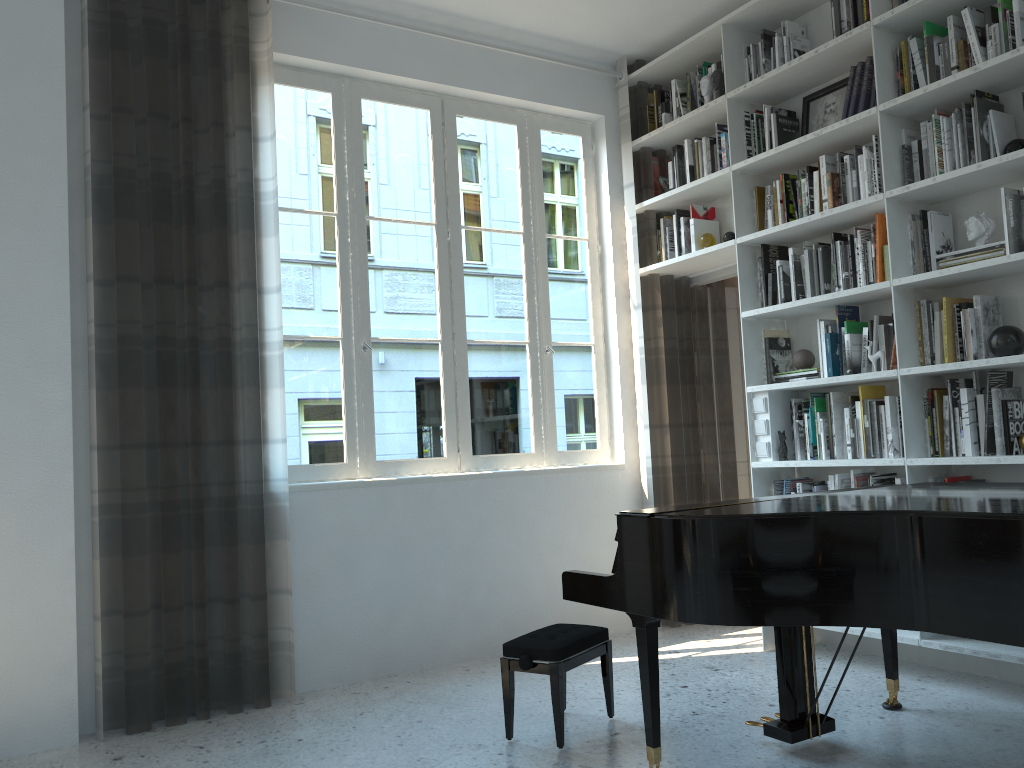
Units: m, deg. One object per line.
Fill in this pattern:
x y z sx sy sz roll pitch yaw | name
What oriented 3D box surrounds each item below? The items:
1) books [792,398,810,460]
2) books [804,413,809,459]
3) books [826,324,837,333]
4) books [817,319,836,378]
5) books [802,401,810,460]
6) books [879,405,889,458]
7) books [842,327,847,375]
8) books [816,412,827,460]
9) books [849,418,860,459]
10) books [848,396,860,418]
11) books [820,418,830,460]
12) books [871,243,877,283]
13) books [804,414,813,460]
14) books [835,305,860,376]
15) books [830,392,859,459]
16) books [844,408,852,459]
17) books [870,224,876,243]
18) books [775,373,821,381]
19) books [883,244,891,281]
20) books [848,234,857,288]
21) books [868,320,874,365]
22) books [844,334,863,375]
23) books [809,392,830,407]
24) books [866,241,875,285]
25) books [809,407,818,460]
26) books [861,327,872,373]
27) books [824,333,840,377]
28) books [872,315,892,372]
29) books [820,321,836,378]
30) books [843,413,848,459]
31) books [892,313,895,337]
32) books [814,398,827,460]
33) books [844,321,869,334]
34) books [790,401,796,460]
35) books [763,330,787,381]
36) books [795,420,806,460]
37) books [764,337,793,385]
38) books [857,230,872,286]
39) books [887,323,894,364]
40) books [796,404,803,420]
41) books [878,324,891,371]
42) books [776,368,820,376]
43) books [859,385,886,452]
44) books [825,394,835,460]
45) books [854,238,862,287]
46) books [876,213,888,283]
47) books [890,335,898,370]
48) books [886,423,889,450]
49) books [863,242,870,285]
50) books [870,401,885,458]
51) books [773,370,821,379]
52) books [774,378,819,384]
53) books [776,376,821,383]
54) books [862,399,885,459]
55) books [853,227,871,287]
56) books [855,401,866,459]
1.425 0.216 4.284 0.171 0.294 0.014 -1 -4 -31 | books
1.463 0.248 4.222 0.176 0.218 0.015 -1 -4 -31 | books
1.526 -0.149 4.118 0.143 0.255 0.031 -1 -4 -31 | books
1.496 -0.160 4.154 0.159 0.285 0.012 -1 -4 -31 | books
1.450 0.218 4.230 0.164 0.279 0.008 -1 -4 -31 | books
1.673 0.206 3.886 0.153 0.229 0.025 -1 -4 -31 | books
1.573 -0.144 4.063 0.148 0.231 0.031 -1 -4 -31 | books
1.498 0.239 4.138 0.190 0.219 0.015 -1 -4 -31 | books
1.592 0.242 3.983 0.190 0.181 0.029 -1 -4 -31 | books
1.586 0.194 4.009 0.150 0.281 0.014 -1 -4 -31 | books
1.504 0.253 4.121 0.183 0.188 0.016 -1 -4 -31 | books
1.646 -0.514 3.905 0.161 0.203 0.013 -1 -4 -31 | books
1.460 0.247 4.203 0.180 0.216 0.015 -1 -4 -31 | books
1.554 -0.194 4.080 0.153 0.335 0.011 -1 -4 -31 | books
1.541 0.189 4.082 0.189 0.306 0.012 -1 -4 -31 | books
1.578 0.221 4.025 0.159 0.229 0.027 -1 -4 -31 | books
1.649 -0.557 3.927 0.144 0.292 0.015 -1 -4 -31 | books
1.425 -0.034 4.282 0.161 0.012 0.254 0 -5 -34 | books
1.680 -0.509 3.858 0.151 0.183 0.030 -1 -4 -31 | books
1.581 -0.537 4.013 0.145 0.272 0.012 -1 -4 -31 | books
1.641 -0.161 3.941 0.141 0.241 0.013 -1 -4 -31 | books
1.574 -0.128 3.988 0.189 0.190 0.029 -1 -4 -31 | books
1.471 0.198 4.202 0.145 0.314 0.006 -1 -4 -31 | books
1.638 -0.519 3.938 0.148 0.220 0.021 -1 -4 -31 | books
1.470 0.231 4.173 0.184 0.244 0.009 -1 -4 -31 | books
1.624 -0.144 3.970 0.142 0.214 0.056 -1 -4 -31 | books
1.518 -0.128 4.076 0.189 0.208 0.029 -1 -4 -31 | books
1.648 -0.171 3.903 0.158 0.255 0.060 -1 -4 -31 | books
1.505 -0.155 4.138 0.150 0.272 0.024 -1 -4 -31 | books
1.574 0.225 4.065 0.138 0.230 0.045 -1 -4 -31 | books
1.703 -0.178 3.822 0.154 0.251 0.021 -1 -4 -31 | books
1.486 0.207 4.146 0.182 0.286 0.007 -1 -4 -31 | books
1.573 -0.157 4.013 0.172 0.250 0.011 -1 -4 -31 | books
1.418 0.223 4.312 0.159 0.285 0.008 -1 -4 -31 | books
1.330 -0.129 4.450 0.159 0.285 0.012 -1 -4 -31 | books
1.428 0.265 4.228 0.193 0.189 0.019 -1 -4 -31 | books
1.332 -0.110 4.426 0.156 0.243 0.028 -1 -4 -31 | books
1.606 -0.544 3.955 0.157 0.275 0.015 -1 -4 -31 | books
1.689 -0.155 3.840 0.143 0.209 0.027 -1 -4 -31 | books
1.433 0.229 4.250 0.176 0.264 0.007 -1 -4 -31 | books
1.666 -0.152 3.859 0.172 0.207 0.030 -1 -4 -31 | books
1.427 -0.058 4.286 0.161 0.012 0.254 0 -5 -30 | books
1.620 0.167 3.950 0.172 0.322 0.021 -1 -4 -31 | books
1.523 0.194 4.088 0.180 0.300 0.019 -1 -4 -31 | books
1.602 -0.529 3.999 0.139 0.251 0.011 -1 -4 -31 | books
1.656 -0.577 3.889 0.170 0.325 0.035 -1 -4 -31 | books
1.696 -0.195 3.759 0.228 0.276 0.082 -1 -4 -31 | books
1.689 0.222 3.865 0.140 0.194 0.023 -1 -4 -31 | books
1.626 -0.516 3.949 0.160 0.217 0.012 -1 -4 -31 | books
1.647 0.199 3.901 0.159 0.249 0.028 -1 -4 -31 | books
1.422 -0.046 4.282 0.159 0.012 0.285 -1 -5 -27 | books
1.426 -0.010 4.281 0.159 0.012 0.285 -1 -5 -28 | books
1.429 -0.022 4.284 0.161 0.012 0.254 0 -5 -30 | books
1.628 0.196 3.923 0.181 0.260 0.028 -1 -4 -31 | books
1.599 -0.554 4.013 0.130 0.304 0.011 -1 -4 -31 | books
1.613 0.203 3.967 0.176 0.254 0.026 -1 -4 -31 | books
